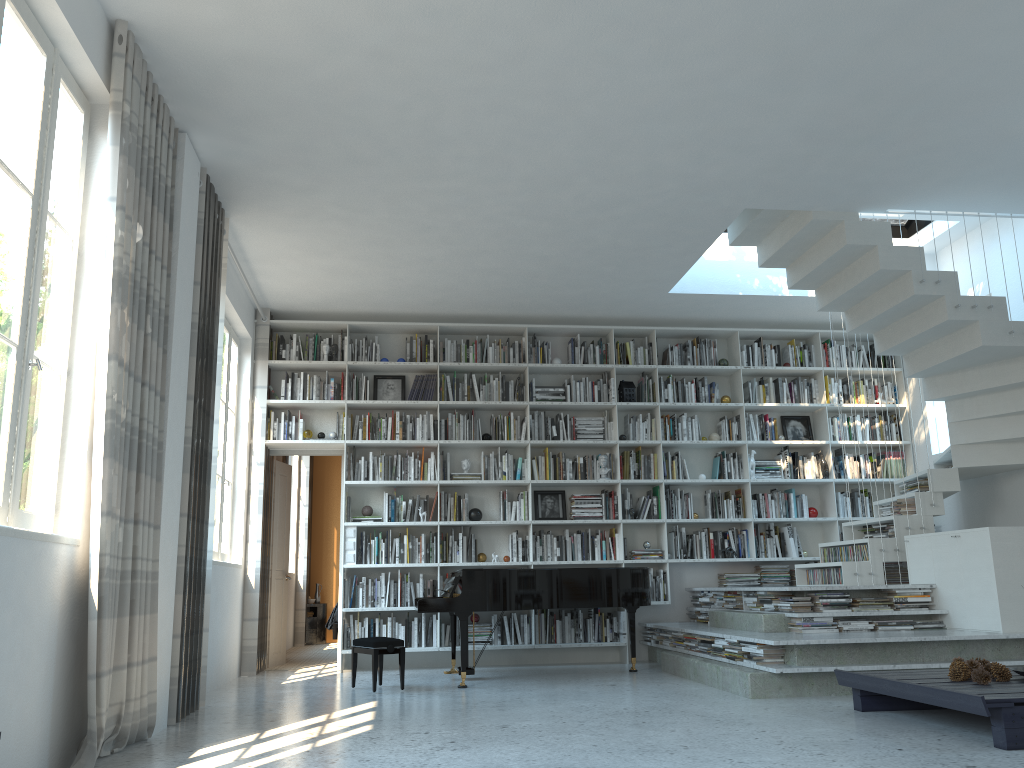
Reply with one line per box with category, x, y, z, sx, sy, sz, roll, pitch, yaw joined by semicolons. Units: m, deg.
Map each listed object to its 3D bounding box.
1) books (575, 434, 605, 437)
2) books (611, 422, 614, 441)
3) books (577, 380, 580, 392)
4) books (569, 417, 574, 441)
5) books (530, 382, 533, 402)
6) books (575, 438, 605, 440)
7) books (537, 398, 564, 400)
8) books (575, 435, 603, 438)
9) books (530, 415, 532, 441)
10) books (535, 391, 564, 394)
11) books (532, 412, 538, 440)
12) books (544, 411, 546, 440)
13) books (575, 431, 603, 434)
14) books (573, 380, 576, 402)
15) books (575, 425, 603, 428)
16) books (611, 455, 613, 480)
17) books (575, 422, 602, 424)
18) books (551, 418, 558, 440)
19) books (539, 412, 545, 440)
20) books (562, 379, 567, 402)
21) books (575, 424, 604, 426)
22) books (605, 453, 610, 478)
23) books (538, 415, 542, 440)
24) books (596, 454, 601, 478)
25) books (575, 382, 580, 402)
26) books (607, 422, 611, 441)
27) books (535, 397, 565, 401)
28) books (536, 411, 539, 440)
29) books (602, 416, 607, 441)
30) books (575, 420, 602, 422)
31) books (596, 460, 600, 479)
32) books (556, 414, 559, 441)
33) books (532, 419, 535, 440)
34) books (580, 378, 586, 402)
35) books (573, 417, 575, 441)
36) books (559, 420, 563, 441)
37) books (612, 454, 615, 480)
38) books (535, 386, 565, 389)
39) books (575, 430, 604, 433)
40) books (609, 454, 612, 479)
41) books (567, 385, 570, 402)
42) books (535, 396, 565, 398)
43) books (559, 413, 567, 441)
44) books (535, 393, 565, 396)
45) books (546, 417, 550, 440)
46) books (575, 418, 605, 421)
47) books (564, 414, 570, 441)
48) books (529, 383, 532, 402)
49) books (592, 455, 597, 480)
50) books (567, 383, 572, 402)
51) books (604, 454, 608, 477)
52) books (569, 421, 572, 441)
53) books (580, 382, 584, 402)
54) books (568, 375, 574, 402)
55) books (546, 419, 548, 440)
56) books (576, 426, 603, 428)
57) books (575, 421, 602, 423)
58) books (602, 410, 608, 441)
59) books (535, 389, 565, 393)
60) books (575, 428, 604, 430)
books;0.732;0.498;8.498;0.285;0.012;0.160;1;-13;-10
books;0.948;0.479;8.537;0.030;0.204;0.158;0;-13;-7
books;0.638;0.099;8.578;0.012;0.244;0.132;0;-13;-7
books;0.563;0.453;8.479;0.015;0.244;0.183;0;-13;-7
books;0.179;0.107;8.513;0.013;0.218;0.141;0;-13;-7
books;0.732;0.535;8.495;0.285;0.012;0.160;0;-13;-6
books;0.356;0.162;8.524;0.254;0.012;0.161;1;-13;-10
books;0.732;0.511;8.500;0.254;0.012;0.161;1;-13;-8
books;0.165;0.439;8.434;0.026;0.266;0.171;0;-13;-7
books;0.356;0.096;8.536;0.254;0.025;0.161;1;-13;-11
books;0.218;0.425;8.442;0.026;0.296;0.179;0;-13;-7
books;0.303;0.425;8.456;0.011;0.299;0.180;0;-13;-7
books;0.731;0.475;8.506;0.254;0.012;0.161;1;-13;-9
books;0.586;0.100;8.561;0.021;0.237;0.172;0;-13;-7
books;0.730;0.416;8.518;0.254;0.012;0.161;0;-13;-5
books;0.940;0.811;8.463;0.014;0.260;0.137;0;-13;-7
books;0.730;0.391;8.517;0.254;0.012;0.161;-1;-13;-2
books;0.393;0.455;8.454;0.066;0.236;0.154;0;-13;-7
books;0.283;0.429;8.460;0.029;0.294;0.151;0;-13;-7
books;0.510;0.091;8.553;0.012;0.253;0.161;0;-13;-7
books;0.729;0.405;8.523;0.285;0.012;0.160;1;-13;-8
books;0.906;0.803;8.465;0.025;0.278;0.108;0;-12;-7
books;0.258;0.439;8.437;0.025;0.265;0.185;0;-13;-7
books;0.830;0.810;8.453;0.014;0.262;0.135;0;-13;-7
books;0.621;0.110;8.561;0.027;0.216;0.190;0;-13;-7
books;0.920;0.481;8.527;0.029;0.198;0.172;0;-13;-7
books;0.355;0.150;8.526;0.285;0.012;0.160;1;-13;-10
books;0.235;0.421;8.464;0.014;0.312;0.134;0;-12;-7
books;0.888;0.451;8.516;0.012;0.253;0.161;0;-13;-7
books;0.728;0.368;8.533;0.254;0.012;0.161;1;-13;-7
books;0.808;0.838;8.435;0.035;0.201;0.149;0;-13;-7
books;0.434;0.435;8.478;0.022;0.284;0.131;0;-12;-7
books;0.190;0.462;8.448;0.027;0.228;0.147;0;-13;-7
books;0.685;0.088;8.597;0.029;0.273;0.141;0;-13;-7
books;0.579;0.450;8.469;0.013;0.246;0.177;0;-13;-7
books;0.459;0.467;8.467;0.024;0.216;0.148;0;-13;-7
books;0.958;0.811;8.473;0.023;0.264;0.107;0;-12;-7
books;0.354;0.051;8.556;0.285;0.024;0.160;1;-13;-7
books;0.730;0.464;8.511;0.285;0.012;0.160;0;-13;-6
books;0.928;0.806;8.450;0.014;0.265;0.154;0;-13;-7
books;0.529;0.123;8.544;0.025;0.187;0.193;0;-13;-7
books;0.355;0.139;8.531;0.285;0.012;0.160;1;-13;-9
books;0.485;0.431;8.481;0.049;0.290;0.162;0;-13;-7
books;0.357;0.120;8.528;0.285;0.024;0.160;-1;-13;-2
books;0.340;0.449;8.454;0.014;0.249;0.173;0;-13;-7
books;0.729;0.354;8.525;0.285;0.012;0.160;2;-13;-12
books;0.522;0.439;8.469;0.021;0.268;0.192;0;-13;-7
books;0.161;0.112;8.496;0.027;0.201;0.168;0;-13;-7
books;0.778;0.810;8.440;0.024;0.258;0.127;0;-13;-7
books;0.550;0.112;8.579;0.024;0.223;0.129;0;-13;-7
books;0.883;0.810;8.450;0.025;0.259;0.130;0;-13;-7
books;0.543;0.469;8.481;0.024;0.215;0.132;0;-13;-7
books;0.660;0.110;8.569;0.028;0.218;0.184;0;-13;-7
books;0.572;0.074;8.548;0.011;0.283;0.190;0;-13;-7
books;0.326;0.458;8.454;0.014;0.232;0.147;0;-13;-7
books;0.730;0.428;8.514;0.254;0.012;0.161;1;-13;-10
books;0.729;0.379;8.526;0.254;0.012;0.161;0;-13;-5
books;0.897;0.423;8.540;0.012;0.318;0.140;0;-12;-7
books;0.355;0.074;8.546;0.285;0.024;0.160;0;-13;-5
books;0.731;0.439;8.511;0.285;0.012;0.160;0;-13;-4
